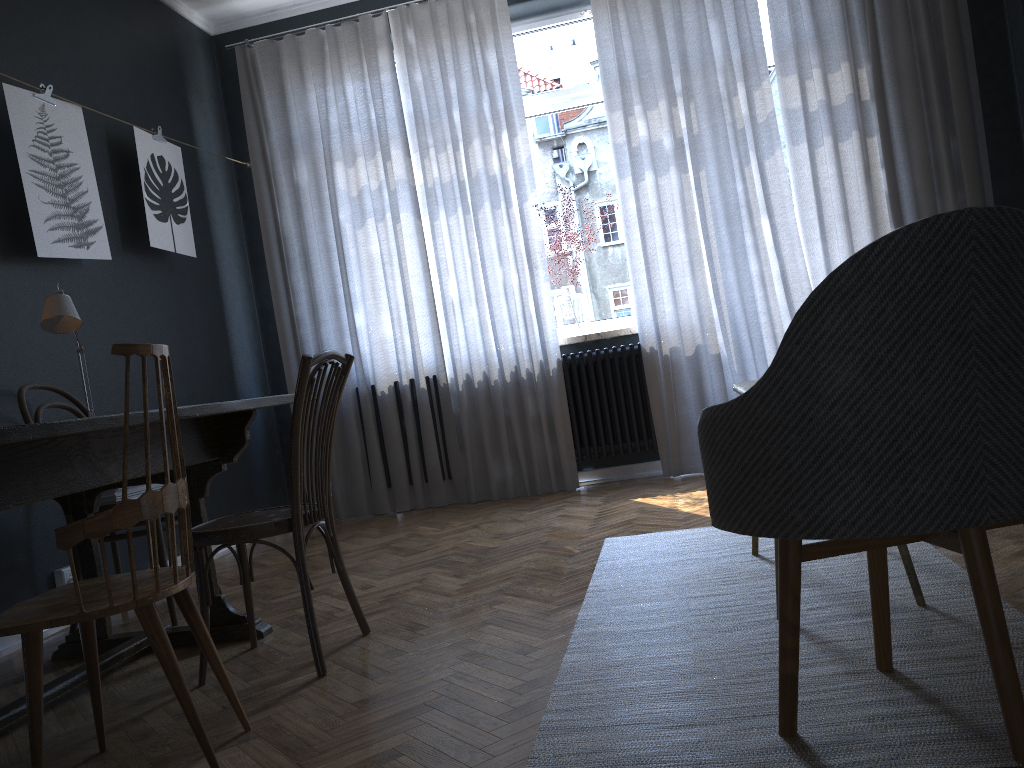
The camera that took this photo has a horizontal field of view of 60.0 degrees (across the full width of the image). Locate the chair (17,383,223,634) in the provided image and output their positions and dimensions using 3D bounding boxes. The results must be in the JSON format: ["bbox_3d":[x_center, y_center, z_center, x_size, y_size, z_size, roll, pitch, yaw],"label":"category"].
[{"bbox_3d":[-1.438,0.411,3.266,0.549,0.921,0.437,-9,1,8],"label":"chair"}]

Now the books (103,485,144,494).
[{"bbox_3d":[-1.412,0.376,3.245,0.219,0.006,0.304,-9,1,22],"label":"books"}]

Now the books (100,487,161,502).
[{"bbox_3d":[-1.405,0.400,3.236,0.219,0.008,0.304,-9,1,22],"label":"books"}]

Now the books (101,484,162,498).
[{"bbox_3d":[-1.412,0.387,3.237,0.219,0.008,0.288,-9,1,24],"label":"books"}]

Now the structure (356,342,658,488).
[{"bbox_3d":[0.010,0.182,5.034,1.847,0.600,0.215,-9,1,11],"label":"structure"}]

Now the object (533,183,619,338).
[{"bbox_3d":[0.324,-0.674,4.958,0.514,0.810,0.599,-9,1,-15],"label":"object"}]

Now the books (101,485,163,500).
[{"bbox_3d":[-1.406,0.392,3.234,0.219,0.013,0.304,-9,1,22],"label":"books"}]

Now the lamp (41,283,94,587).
[{"bbox_3d":[-1.505,0.221,3.121,0.241,1.070,0.801,-10,2,-35],"label":"lamp"}]

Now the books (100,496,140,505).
[{"bbox_3d":[-1.403,0.414,3.236,0.219,0.008,0.304,-9,1,17],"label":"books"}]

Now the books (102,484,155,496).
[{"bbox_3d":[-1.414,0.382,3.237,0.219,0.008,0.288,-9,1,24],"label":"books"}]

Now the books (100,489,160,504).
[{"bbox_3d":[-1.405,0.407,3.234,0.219,0.007,0.304,-9,1,22],"label":"books"}]

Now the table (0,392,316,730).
[{"bbox_3d":[-1.267,0.494,2.195,1.126,0.728,1.603,-9,1,10],"label":"table"}]

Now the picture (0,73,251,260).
[{"bbox_3d":[-1.896,-0.858,3.106,0.058,0.771,4.454,-9,1,10],"label":"picture"}]

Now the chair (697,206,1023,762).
[{"bbox_3d":[0.686,0.154,1.483,0.644,0.811,0.495,-9,1,-11],"label":"chair"}]

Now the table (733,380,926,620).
[{"bbox_3d":[0.816,0.259,2.412,0.339,0.550,0.787,-9,1,10],"label":"table"}]

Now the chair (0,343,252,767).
[{"bbox_3d":[-0.811,0.366,1.787,0.383,0.857,0.456,-9,1,-4],"label":"chair"}]

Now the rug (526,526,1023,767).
[{"bbox_3d":[0.667,0.560,2.318,1.004,0.013,2.009,-9,1,10],"label":"rug"}]

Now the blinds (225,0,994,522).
[{"bbox_3d":[0.526,-0.863,4.820,3.994,2.790,0.312,-9,1,11],"label":"blinds"}]

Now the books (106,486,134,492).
[{"bbox_3d":[-1.411,0.371,3.240,0.219,0.008,0.288,-9,1,22],"label":"books"}]

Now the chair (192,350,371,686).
[{"bbox_3d":[-0.641,0.347,2.420,0.467,0.820,0.362,-9,1,10],"label":"chair"}]
